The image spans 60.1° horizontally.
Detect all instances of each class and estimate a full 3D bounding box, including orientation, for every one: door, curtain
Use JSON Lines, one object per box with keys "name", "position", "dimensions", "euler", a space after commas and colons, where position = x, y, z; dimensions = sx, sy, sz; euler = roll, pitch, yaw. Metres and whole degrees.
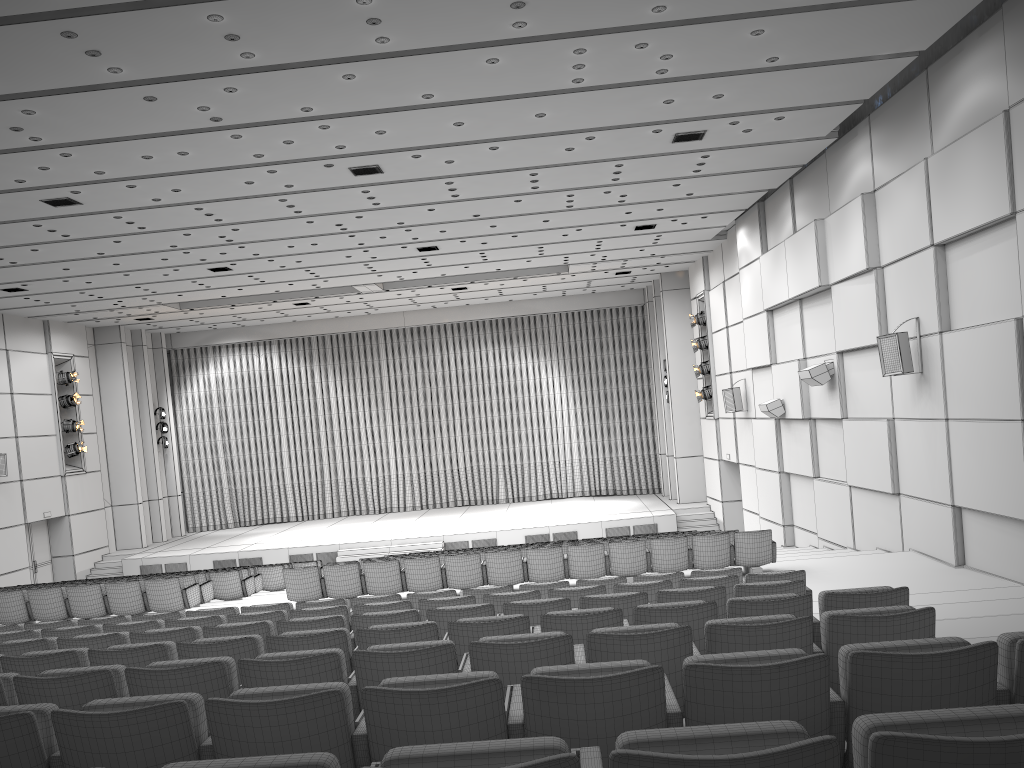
{"name": "door", "position": [-12.440, 4.653, 23.024], "dimensions": [0.085, 2.181, 1.696], "euler": [-5, 1, 3]}
{"name": "curtain", "position": [-3.090, 1.027, 29.673], "dimensions": [16.136, 6.531, 1.426], "euler": [-5, 2, 3]}

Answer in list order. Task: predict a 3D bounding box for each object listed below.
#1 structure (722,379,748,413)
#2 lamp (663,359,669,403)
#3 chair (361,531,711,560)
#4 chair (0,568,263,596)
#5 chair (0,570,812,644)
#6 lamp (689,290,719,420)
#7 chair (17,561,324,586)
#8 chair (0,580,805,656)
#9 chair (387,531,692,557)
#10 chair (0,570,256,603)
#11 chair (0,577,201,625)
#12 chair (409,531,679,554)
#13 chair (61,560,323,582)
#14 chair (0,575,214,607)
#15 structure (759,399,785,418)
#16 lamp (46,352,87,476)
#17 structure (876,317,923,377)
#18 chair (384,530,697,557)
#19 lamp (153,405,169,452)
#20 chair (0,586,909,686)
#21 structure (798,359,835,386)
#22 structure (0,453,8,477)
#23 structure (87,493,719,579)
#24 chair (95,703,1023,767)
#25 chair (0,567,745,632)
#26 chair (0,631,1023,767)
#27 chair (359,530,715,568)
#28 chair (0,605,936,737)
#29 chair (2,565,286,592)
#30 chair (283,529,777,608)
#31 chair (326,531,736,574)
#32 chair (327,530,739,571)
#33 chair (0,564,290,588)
{"name": "structure", "position": [5.064, 0.272, 20.057], "dimensions": [0.409, 0.745, 0.410], "euler": [-6, 1, -40]}
{"name": "lamp", "position": [4.645, -0.078, 25.828], "dimensions": [0.436, 1.480, 0.384], "euler": [-5, 2, -1]}
{"name": "chair", "position": [0.437, 3.061, 15.297], "dimensions": [6.052, 0.623, 0.611], "euler": [-5, 0, 3]}
{"name": "chair", "position": [-7.497, 3.780, 15.721], "dimensions": [6.052, 0.623, 0.611], "euler": [-5, 0, 3]}
{"name": "chair", "position": [-4.319, 2.464, 7.896], "dimensions": [13.755, 0.623, 0.611], "euler": [-5, 0, 3]}
{"name": "lamp", "position": [5.111, -0.736, 23.220], "dimensions": [0.755, 3.345, 1.020], "euler": [-5, 2, -1]}
{"name": "chair", "position": [-7.310, 4.334, 19.032], "dimensions": [6.602, 0.623, 0.611], "euler": [-5, 0, 3]}
{"name": "chair", "position": [-4.414, 2.282, 6.794], "dimensions": [13.204, 0.623, 0.611], "euler": [-5, 0, 3]}
{"name": "chair", "position": [0.573, 3.429, 17.503], "dimensions": [6.052, 0.623, 0.611], "euler": [-5, 0, 3]}
{"name": "chair", "position": [-7.583, 3.597, 14.619], "dimensions": [6.602, 0.623, 0.611], "euler": [-5, 0, 3]}
{"name": "chair", "position": [-7.719, 3.229, 12.413], "dimensions": [6.602, 0.623, 0.611], "euler": [-5, 0, 3]}
{"name": "chair", "position": [0.745, 3.795, 19.714], "dimensions": [6.052, 0.623, 0.611], "euler": [-5, 0, 3]}
{"name": "chair", "position": [-7.190, 4.514, 20.138], "dimensions": [6.052, 0.623, 0.611], "euler": [-5, 0, 3]}
{"name": "chair", "position": [-7.633, 3.412, 13.515], "dimensions": [6.052, 0.623, 0.611], "euler": [-5, 0, 3]}
{"name": "structure", "position": [5.130, 0.448, 17.296], "dimensions": [0.471, 0.418, 0.519], "euler": [-5, 0, 0]}
{"name": "lamp", "position": [-12.129, 0.826, 24.122], "dimensions": [0.746, 3.345, 1.018], "euler": [-5, 2, 3]}
{"name": "structure", "position": [5.107, -0.483, 11.649], "dimensions": [0.409, 0.745, 0.410], "euler": [-6, 1, -40]}
{"name": "chair", "position": [0.624, 3.615, 18.607], "dimensions": [6.602, 0.623, 0.611], "euler": [-5, 0, 3]}
{"name": "lamp", "position": [-11.075, 1.390, 27.864], "dimensions": [0.437, 1.480, 0.384], "euler": [-5, 2, 7]}
{"name": "chair", "position": [-4.456, 2.095, 5.690], "dimensions": [13.755, 0.623, 0.611], "euler": [-5, 0, 3]}
{"name": "structure", "position": [5.087, -0.178, 14.745], "dimensions": [0.470, 0.418, 0.520], "euler": [-5, 0, -1]}
{"name": "structure", "position": [-12.190, 1.832, 20.886], "dimensions": [0.409, 0.745, 0.410], "euler": [-6, 1, -40]}
{"name": "structure", "position": [-2.875, 4.600, 26.666], "dimensions": [17.825, 0.847, 8.310], "euler": [-5, -2, 3]}
{"name": "chair", "position": [-4.687, 1.545, 2.382], "dimensions": [13.204, 0.623, 0.611], "euler": [-5, 0, 3]}
{"name": "chair", "position": [-4.278, 2.651, 9.001], "dimensions": [13.204, 0.623, 0.611], "euler": [-5, 0, 3]}
{"name": "chair", "position": [-4.592, 1.727, 3.484], "dimensions": [13.755, 0.623, 0.611], "euler": [-5, 0, 3]}
{"name": "chair", "position": [0.488, 3.246, 16.401], "dimensions": [6.602, 0.623, 0.611], "euler": [-5, 0, 3]}
{"name": "chair", "position": [-4.550, 1.914, 4.588], "dimensions": [13.204, 0.623, 0.611], "euler": [-5, 0, 3]}
{"name": "chair", "position": [-7.446, 3.966, 16.825], "dimensions": [6.602, 0.623, 0.611], "euler": [-5, 0, 3]}
{"name": "chair", "position": [0.216, 2.510, 11.988], "dimensions": [6.603, 0.623, 0.611], "euler": [-5, 0, 3]}
{"name": "chair", "position": [0.301, 2.692, 13.091], "dimensions": [6.052, 0.623, 0.611], "euler": [-5, 0, 3]}
{"name": "chair", "position": [0.352, 2.878, 14.195], "dimensions": [6.602, 0.623, 0.611], "euler": [-5, 0, 3]}
{"name": "chair", "position": [-7.361, 4.148, 17.928], "dimensions": [6.052, 0.623, 0.611], "euler": [-5, 0, 3]}
